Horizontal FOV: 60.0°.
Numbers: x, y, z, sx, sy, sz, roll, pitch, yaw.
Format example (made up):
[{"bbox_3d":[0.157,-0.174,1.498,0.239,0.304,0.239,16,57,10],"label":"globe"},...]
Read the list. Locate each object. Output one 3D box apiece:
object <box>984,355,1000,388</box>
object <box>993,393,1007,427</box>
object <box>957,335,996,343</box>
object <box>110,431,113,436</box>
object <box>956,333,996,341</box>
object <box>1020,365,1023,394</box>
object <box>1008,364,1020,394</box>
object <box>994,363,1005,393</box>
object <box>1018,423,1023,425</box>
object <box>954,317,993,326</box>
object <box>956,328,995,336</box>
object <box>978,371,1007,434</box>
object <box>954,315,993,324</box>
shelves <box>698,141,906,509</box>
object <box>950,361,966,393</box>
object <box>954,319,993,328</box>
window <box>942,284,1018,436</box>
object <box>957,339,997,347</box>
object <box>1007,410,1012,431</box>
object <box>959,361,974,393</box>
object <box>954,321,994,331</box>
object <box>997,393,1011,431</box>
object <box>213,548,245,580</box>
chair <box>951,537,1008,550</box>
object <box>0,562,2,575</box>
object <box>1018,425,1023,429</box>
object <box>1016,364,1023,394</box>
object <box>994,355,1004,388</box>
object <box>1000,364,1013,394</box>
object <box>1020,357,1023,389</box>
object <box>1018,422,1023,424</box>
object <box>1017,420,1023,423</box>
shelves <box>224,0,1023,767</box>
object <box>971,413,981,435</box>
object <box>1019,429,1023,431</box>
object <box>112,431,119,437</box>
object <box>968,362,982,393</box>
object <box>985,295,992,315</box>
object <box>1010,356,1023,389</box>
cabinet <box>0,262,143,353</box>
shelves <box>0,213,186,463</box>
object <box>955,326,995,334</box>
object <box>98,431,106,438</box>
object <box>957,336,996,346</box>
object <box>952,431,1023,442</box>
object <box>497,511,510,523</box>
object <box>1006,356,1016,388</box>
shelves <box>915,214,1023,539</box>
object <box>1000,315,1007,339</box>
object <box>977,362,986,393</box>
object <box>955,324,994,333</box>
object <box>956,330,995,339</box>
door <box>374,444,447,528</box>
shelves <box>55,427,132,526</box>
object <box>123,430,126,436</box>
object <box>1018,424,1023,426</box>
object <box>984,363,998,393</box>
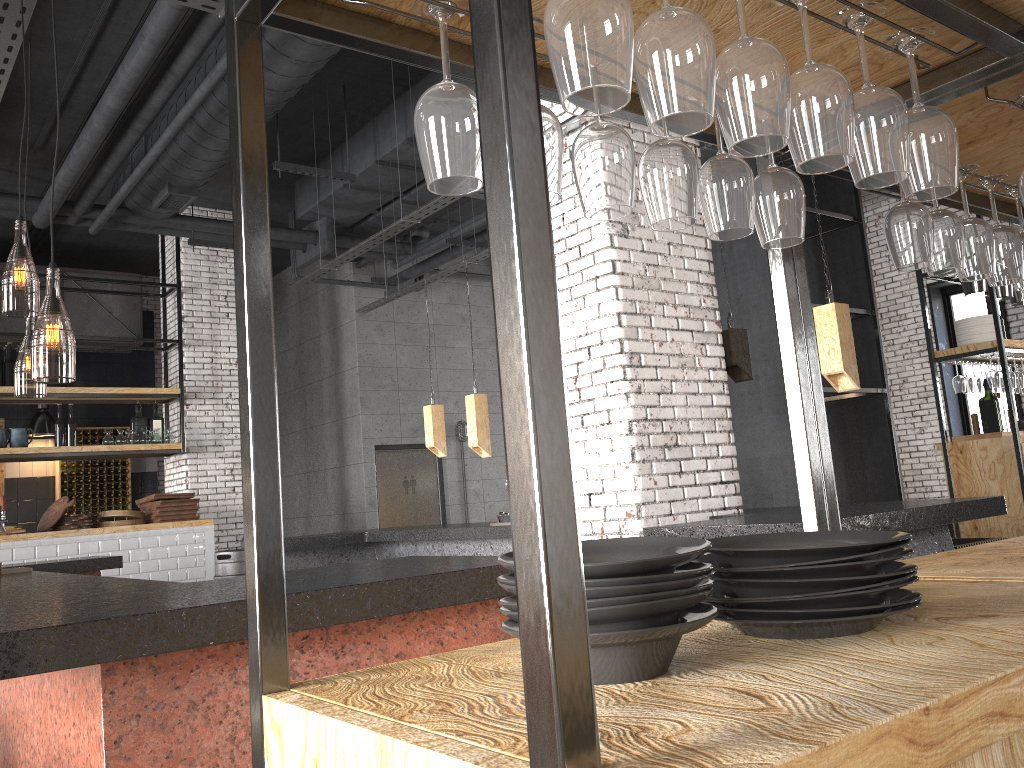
[{"bbox_3d":[3.967,-0.103,7.321,0.101,0.268,0.100,-5,-8,-1],"label":"object"},{"bbox_3d":[4.072,0.258,7.453,0.070,0.369,0.107,2,-11,-38],"label":"object"},{"bbox_3d":[3.996,-0.373,7.595,0.334,0.037,0.334,-7,-8,19],"label":"object"},{"bbox_3d":[-5.490,0.676,12.099,0.079,0.079,0.283,1,-10,-37],"label":"object"},{"bbox_3d":[3.994,-0.393,7.597,0.334,0.040,0.334,-7,-8,16],"label":"object"},{"bbox_3d":[4.812,-0.044,8.313,0.101,0.268,0.100,-5,-8,-1],"label":"object"},{"bbox_3d":[4.605,-0.047,8.157,0.101,0.268,0.100,-5,-8,-1],"label":"object"},{"bbox_3d":[4.376,-0.051,7.984,0.101,0.268,0.100,-5,-8,-1],"label":"object"},{"bbox_3d":[4.349,0.384,7.700,0.256,0.072,0.256,-8,-8,24],"label":"object"},{"bbox_3d":[3.983,-0.523,7.617,0.334,0.039,0.334,-9,-8,27],"label":"object"},{"bbox_3d":[3.991,-0.431,7.603,0.335,0.041,0.333,-3,-8,-15],"label":"object"},{"bbox_3d":[3.990,0.162,7.394,0.106,0.556,0.156,2,-11,-38],"label":"object"},{"bbox_3d":[3.981,-0.542,7.621,0.334,0.039,0.334,-8,-8,26],"label":"object"},{"bbox_3d":[2.234,-0.843,7.115,1.003,4.379,6.131,2,-10,-37],"label":"shelves"},{"bbox_3d":[3.796,-0.060,7.545,0.101,0.268,0.100,-5,-8,-1],"label":"object"},{"bbox_3d":[3.984,-0.504,7.615,0.334,0.044,0.334,-8,-8,23],"label":"object"},{"bbox_3d":[5.404,0.128,10.043,0.365,2.707,0.746,2,-11,-37],"label":"window"},{"bbox_3d":[3.999,-0.334,7.589,0.335,0.033,0.334,-5,-7,1],"label":"object"},{"bbox_3d":[4.201,0.332,7.524,0.056,0.249,0.056,4,-12,-44],"label":"object"},{"bbox_3d":[3.906,-0.058,7.629,0.101,0.268,0.100,-5,-8,-1],"label":"object"},{"bbox_3d":[3.986,-0.485,7.612,0.334,0.041,0.334,-8,-8,22],"label":"object"},{"bbox_3d":[4.124,0.259,7.493,0.070,0.369,0.107,2,-11,-38],"label":"object"},{"bbox_3d":[-2.210,1.872,7.216,0.399,1.038,0.396,-4,-8,-2],"label":"object"},{"bbox_3d":[2.946,1.448,6.034,0.657,0.732,0.637,1,-10,-35],"label":"chair"},{"bbox_3d":[-2.755,0.957,4.621,0.177,0.091,0.091,-9,-9,27],"label":"object"},{"bbox_3d":[4.350,0.409,7.697,0.257,0.076,0.256,1,-9,-37],"label":"object"},{"bbox_3d":[4.710,-0.046,8.236,0.101,0.268,0.100,-5,-8,-1],"label":"object"},{"bbox_3d":[4.077,-0.102,7.404,0.101,0.268,0.100,-5,-8,-1],"label":"object"},{"bbox_3d":[4.494,-0.049,8.072,0.101,0.268,0.100,-5,-8,-1],"label":"object"},{"bbox_3d":[4.430,-0.096,7.670,0.101,0.268,0.100,-5,-8,-1],"label":"object"},{"bbox_3d":[4.348,0.380,7.702,0.257,0.072,0.256,1,-9,-37],"label":"object"},{"bbox_3d":[4.347,0.354,7.706,0.257,0.076,0.256,-5,-7,0],"label":"object"},{"bbox_3d":[1.213,-1.089,2.167,3.658,5.034,0.688,1,-10,-37],"label":"shelves"},{"bbox_3d":[4.045,0.371,7.728,0.056,0.249,0.056,4,-12,-44],"label":"object"},{"bbox_3d":[4.352,0.432,7.693,0.257,0.068,0.256,0,-9,-30],"label":"object"},{"bbox_3d":[-5.436,0.683,12.183,0.079,0.079,0.283,1,-10,-37],"label":"object"},{"bbox_3d":[4.024,-0.056,7.717,0.101,0.268,0.100,-5,-8,-1],"label":"object"},{"bbox_3d":[4.225,-0.546,7.806,0.098,0.472,0.098,-10,-10,30],"label":"object"},{"bbox_3d":[4.312,-0.098,7.582,0.101,0.268,0.100,-5,-8,-1],"label":"object"},{"bbox_3d":[-7.406,-0.582,10.194,5.862,1.774,0.680,1,-10,-37],"label":"cabinet"},{"bbox_3d":[-6.093,-0.769,8.326,5.675,3.075,0.596,1,-10,-37],"label":"shelves"},{"bbox_3d":[3.989,-0.446,7.606,0.334,0.039,0.334,-1,-9,-29],"label":"object"},{"bbox_3d":[-5.563,0.675,12.039,0.079,0.079,0.283,1,-10,-37],"label":"object"},{"bbox_3d":[3.996,-0.354,7.593,0.334,0.046,0.334,-10,-9,33],"label":"object"},{"bbox_3d":[4.033,0.448,7.513,0.411,0.050,0.410,1,-9,-38],"label":"object"},{"bbox_3d":[-0.010,0.962,6.405,0.177,0.091,0.091,-9,-9,27],"label":"object"},{"bbox_3d":[4.195,-0.100,7.493,0.101,0.268,0.100,-5,-8,-1],"label":"object"},{"bbox_3d":[4.650,-0.592,8.163,2.332,5.034,0.688,2,-11,-37],"label":"shelves"},{"bbox_3d":[4.311,-0.545,7.871,0.098,0.472,0.098,-10,-10,30],"label":"object"},{"bbox_3d":[4.141,-0.054,7.806,0.101,0.268,0.100,-5,-8,-1],"label":"object"},{"bbox_3d":[3.988,-0.466,7.608,0.334,0.043,0.334,-10,-9,36],"label":"object"},{"bbox_3d":[3.992,-0.412,7.601,0.334,0.039,0.334,-7,-8,19],"label":"object"},{"bbox_3d":[-1.363,1.857,11.774,1.119,2.109,0.158,2,-11,-37],"label":"door"},{"bbox_3d":[-5.611,1.665,11.904,0.889,2.155,0.250,2,-11,-37],"label":"shelves"},{"bbox_3d":[-5.351,0.682,12.228,0.079,0.079,0.283,1,-10,-37],"label":"object"},{"bbox_3d":[4.349,0.402,7.698,0.257,0.075,0.256,-3,-8,-12],"label":"object"},{"bbox_3d":[4.259,-0.053,7.895,0.101,0.268,0.100,-5,-8,-1],"label":"object"}]
